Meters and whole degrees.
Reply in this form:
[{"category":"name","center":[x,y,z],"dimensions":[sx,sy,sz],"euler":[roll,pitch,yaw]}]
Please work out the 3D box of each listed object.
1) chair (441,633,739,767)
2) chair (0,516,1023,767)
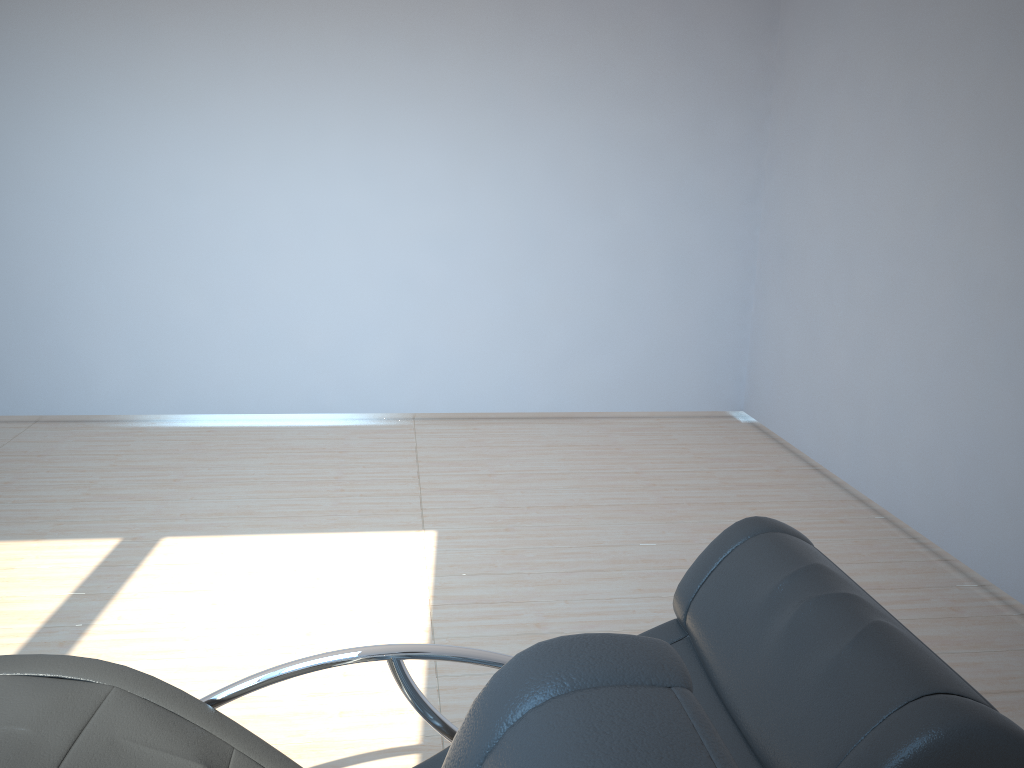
[{"category":"chair","center":[-0.678,0.904,0.464],"dimensions":[1.938,1.251,0.836],"euler":[0,14,-8]},{"category":"chair","center":[-0.305,0.819,1.505],"dimensions":[2.114,0.953,0.836],"euler":[0,14,-8]}]
